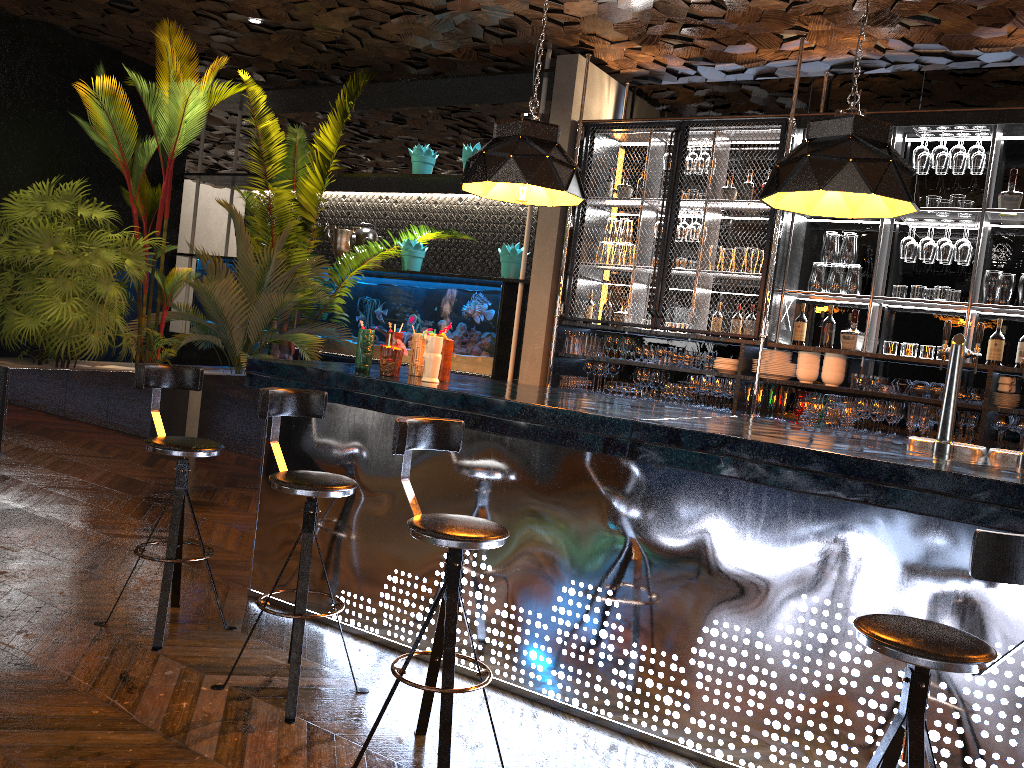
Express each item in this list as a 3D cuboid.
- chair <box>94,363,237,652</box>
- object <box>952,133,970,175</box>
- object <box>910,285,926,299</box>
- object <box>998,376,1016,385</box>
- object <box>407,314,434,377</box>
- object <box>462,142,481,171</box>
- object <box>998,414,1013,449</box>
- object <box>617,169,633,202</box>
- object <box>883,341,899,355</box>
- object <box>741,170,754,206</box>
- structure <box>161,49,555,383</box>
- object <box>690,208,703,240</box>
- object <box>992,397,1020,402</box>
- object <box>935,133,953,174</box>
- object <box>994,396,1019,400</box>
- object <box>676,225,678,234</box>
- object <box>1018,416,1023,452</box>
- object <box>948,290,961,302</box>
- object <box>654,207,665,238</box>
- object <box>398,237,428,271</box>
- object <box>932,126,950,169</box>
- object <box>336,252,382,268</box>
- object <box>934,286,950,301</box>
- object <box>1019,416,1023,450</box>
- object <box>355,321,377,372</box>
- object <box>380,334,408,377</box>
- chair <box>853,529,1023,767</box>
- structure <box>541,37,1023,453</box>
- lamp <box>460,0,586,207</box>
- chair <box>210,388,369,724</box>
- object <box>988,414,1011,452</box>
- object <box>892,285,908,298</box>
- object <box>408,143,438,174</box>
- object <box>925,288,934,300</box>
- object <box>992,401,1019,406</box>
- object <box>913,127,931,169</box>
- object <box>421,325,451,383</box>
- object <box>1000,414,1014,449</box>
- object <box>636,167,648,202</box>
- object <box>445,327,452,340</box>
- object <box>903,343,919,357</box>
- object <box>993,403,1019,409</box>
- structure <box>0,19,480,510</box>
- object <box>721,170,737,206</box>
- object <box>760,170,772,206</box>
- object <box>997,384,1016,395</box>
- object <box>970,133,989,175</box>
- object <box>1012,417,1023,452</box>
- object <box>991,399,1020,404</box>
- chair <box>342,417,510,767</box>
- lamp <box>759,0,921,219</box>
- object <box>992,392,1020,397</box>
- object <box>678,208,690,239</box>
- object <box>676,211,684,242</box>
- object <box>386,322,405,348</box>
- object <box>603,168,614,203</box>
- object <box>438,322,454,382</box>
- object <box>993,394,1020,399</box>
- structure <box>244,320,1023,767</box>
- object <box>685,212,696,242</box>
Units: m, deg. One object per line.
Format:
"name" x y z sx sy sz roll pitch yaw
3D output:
"chair" -1.442 0.488 3.795 0.476 1.108 0.419 9 4 32
"object" 2.845 -1.458 5.621 0.092 0.244 0.092 6 3 -8
"object" 2.579 -0.574 5.634 0.089 0.092 0.089 7 3 10
"object" 2.949 -0.010 5.289 0.094 0.069 0.106 9 4 38
"object" -0.452 -0.187 4.296 0.105 0.298 0.116 5 3 -27
"object" -0.305 -1.851 7.401 0.244 0.325 0.255 5 4 -31
"object" 2.958 0.298 5.361 0.108 0.227 0.108 7 3 11
"object" 0.863 -1.512 6.750 0.108 0.244 0.108 8 3 20
"object" 2.429 -0.226 5.694 0.089 0.092 0.089 7 3 3
"object" 1.669 -1.387 6.262 0.073 0.246 0.072 8 3 17
"structure" -1.477 -1.070 8.197 4.269 3.734 0.705 9 4 32
"object" 1.323 -1.151 6.378 0.081 0.213 0.081 9 4 37
"object" 2.945 0.098 5.292 0.149 0.024 0.149 9 3 31
"object" 2.762 -1.471 5.673 0.092 0.244 0.092 6 3 -8
"object" 2.947 0.089 5.290 0.149 0.026 0.148 9 4 38
"object" 1.174 -1.173 6.470 0.081 0.213 0.081 9 4 37
"object" 3.054 0.312 5.301 0.108 0.227 0.108 7 3 -4
"object" 2.802 -0.548 5.636 0.089 0.092 0.089 8 3 16
"object" 1.093 -1.186 6.521 0.081 0.213 0.081 9 4 37
"object" -0.872 -1.123 7.732 0.265 0.325 0.245 7 3 -4
"object" 2.675 -1.474 5.533 0.092 0.244 0.092 6 3 -8
"object" -1.405 -1.117 8.141 0.320 0.135 0.250 9 4 32
"object" 2.667 -0.557 5.507 0.089 0.092 0.089 8 3 16
"object" 3.118 0.315 5.405 0.108 0.227 0.108 6 3 -22
"object" -0.694 -0.178 4.179 0.084 0.237 0.086 4 4 -39
"object" -0.545 -0.133 4.084 0.110 0.191 0.131 10 4 44
"chair" 1.003 0.864 2.175 0.419 1.108 0.476 4 4 -43
"structure" 3.217 -0.257 5.061 6.750 3.553 1.143 9 4 32
"lamp" 0.137 -1.634 4.088 0.582 1.606 0.607 9 4 32
"chair" -0.785 0.592 3.310 0.476 1.108 0.419 9 4 32
"object" 2.891 0.295 5.262 0.108 0.227 0.108 8 3 23
"object" 2.505 -0.588 5.731 0.089 0.092 0.089 7 3 10
"object" -0.777 -1.922 7.690 0.265 0.325 0.245 7 3 -4
"object" 2.697 -0.563 5.692 0.089 0.092 0.089 5 3 -26
"object" 2.942 0.121 5.293 0.149 0.023 0.149 7 3 0
"object" 2.583 -1.488 5.590 0.092 0.244 0.092 6 3 -8
"object" -0.344 -0.139 3.975 0.099 0.264 0.081 4 4 -38
"object" 3.023 0.300 5.464 0.108 0.227 0.108 5 3 -27
"object" 0.986 -1.504 6.691 0.075 0.261 0.075 6 3 -9
"object" -0.334 -0.148 4.253 0.080 0.254 0.091 9 4 34
"object" 2.522 -0.211 5.620 0.089 0.092 0.089 7 3 -5
"object" 2.941 0.131 5.294 0.149 0.022 0.149 7 3 0
"structure" -2.205 -1.019 7.220 1.873 3.561 4.073 9 4 33
"object" 1.554 -1.402 6.335 0.108 0.244 0.108 8 3 20
"object" 1.792 -1.368 6.186 0.072 0.246 0.073 4 4 -43
"object" 2.953 0.036 5.286 0.094 0.070 0.107 5 3 -28
"object" 2.933 -1.445 5.567 0.092 0.244 0.092 6 3 -8
"object" 2.989 0.310 5.202 0.108 0.227 0.108 7 3 2
"object" 2.944 0.110 5.292 0.149 0.023 0.149 8 3 16
"chair" -0.221 0.685 2.818 0.476 1.108 0.419 9 4 32
"lamp" 1.380 -1.480 3.464 0.582 1.564 0.607 9 4 32
"object" 2.947 0.067 5.291 0.149 0.026 0.148 9 4 38
"object" 1.247 -1.162 6.425 0.081 0.213 0.081 9 4 37
"object" 1.250 -1.171 6.593 0.081 0.213 0.081 9 4 37
"object" -0.572 -0.173 4.273 0.078 0.246 0.084 9 3 30
"object" 0.753 -1.541 6.864 0.075 0.260 0.075 6 3 -9
"object" -0.321 -0.151 4.111 0.091 0.277 0.080 5 3 -26
"object" 2.947 0.078 5.290 0.149 0.025 0.149 6 3 -6
"structure" 1.552 0.586 3.161 6.009 1.685 1.214 9 4 32
"object" 1.323 -1.160 6.547 0.081 0.213 0.081 9 4 37
